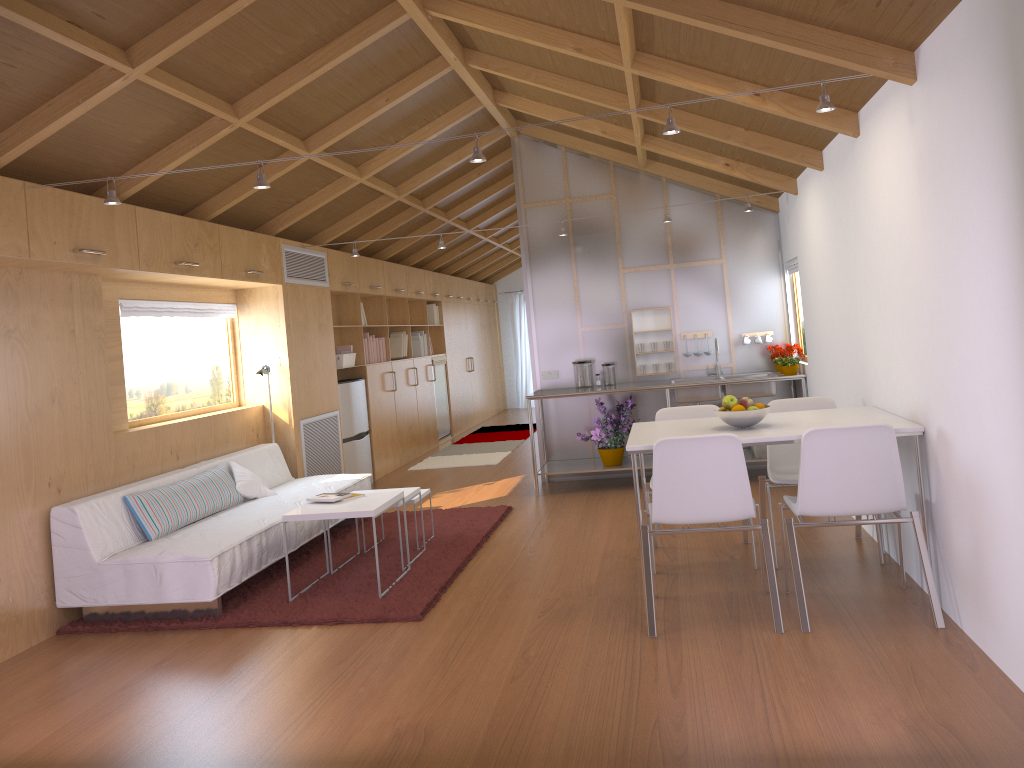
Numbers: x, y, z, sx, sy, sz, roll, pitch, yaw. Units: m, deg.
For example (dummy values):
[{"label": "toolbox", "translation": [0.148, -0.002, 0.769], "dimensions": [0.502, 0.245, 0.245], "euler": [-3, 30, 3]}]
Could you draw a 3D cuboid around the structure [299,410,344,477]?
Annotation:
[{"label": "structure", "translation": [-1.537, 0.613, 7.219], "dimensions": [0.013, 0.722, 0.820], "euler": [-5, 1, 10]}]

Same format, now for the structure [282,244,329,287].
[{"label": "structure", "translation": [-1.682, -0.960, 7.233], "dimensions": [0.013, 0.301, 0.904], "euler": [-5, 3, 10]}]

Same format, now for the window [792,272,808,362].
[{"label": "window", "translation": [2.237, -0.564, 6.764], "dimensions": [0.026, 0.796, 0.725], "euler": [-5, 1, 10]}]

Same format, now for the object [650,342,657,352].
[{"label": "object", "translation": [1.173, -0.305, 7.296], "dimensions": [0.061, 0.077, 0.061], "euler": [-5, 0, -16]}]

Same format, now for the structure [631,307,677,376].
[{"label": "structure", "translation": [1.171, -0.351, 7.304], "dimensions": [0.327, 0.546, 0.076], "euler": [-5, -1, 10]}]

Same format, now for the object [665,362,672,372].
[{"label": "object", "translation": [1.291, -0.137, 7.274], "dimensions": [0.061, 0.077, 0.061], "euler": [-5, 0, -16]}]

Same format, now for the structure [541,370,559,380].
[{"label": "structure", "translation": [0.323, -0.077, 7.482], "dimensions": [0.142, 0.071, 0.011], "euler": [-5, -1, 10]}]

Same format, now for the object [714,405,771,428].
[{"label": "object", "translation": [1.061, 0.155, 4.061], "dimensions": [0.256, 0.090, 0.254], "euler": [-7, 3, -38]}]

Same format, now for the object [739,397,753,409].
[{"label": "object", "translation": [1.074, 0.093, 4.056], "dimensions": [0.062, 0.067, 0.063], "euler": [-6, 1, -42]}]

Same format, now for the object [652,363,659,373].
[{"label": "object", "translation": [1.189, -0.128, 7.291], "dimensions": [0.061, 0.077, 0.061], "euler": [-5, 0, -16]}]

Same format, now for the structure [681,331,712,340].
[{"label": "structure", "translation": [1.517, -0.402, 7.276], "dimensions": [0.250, 0.051, 0.016], "euler": [-5, -1, 10]}]

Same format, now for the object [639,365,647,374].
[{"label": "object", "translation": [1.087, -0.120, 7.308], "dimensions": [0.061, 0.077, 0.061], "euler": [-5, 0, 22]}]

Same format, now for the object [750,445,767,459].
[{"label": "object", "translation": [1.979, 0.465, 6.803], "dimensions": [0.298, 0.159, 0.415], "euler": [-5, 3, 10]}]

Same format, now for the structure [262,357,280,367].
[{"label": "structure", "translation": [-1.841, -0.168, 6.750], "dimensions": [0.142, 0.071, 0.011], "euler": [-5, -1, 10]}]

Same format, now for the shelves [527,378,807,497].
[{"label": "shelves", "translation": [1.227, 0.394, 7.003], "dimensions": [2.090, 0.754, 0.633], "euler": [-5, 1, 10]}]

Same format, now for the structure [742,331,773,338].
[{"label": "structure", "translation": [1.996, -0.404, 7.182], "dimensions": [0.250, 0.032, 0.041], "euler": [-5, 1, 10]}]

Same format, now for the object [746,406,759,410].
[{"label": "object", "translation": [1.094, 0.135, 4.006], "dimensions": [0.070, 0.069, 0.077], "euler": [-5, 1, 10]}]

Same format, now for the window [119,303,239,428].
[{"label": "window", "translation": [-2.271, -0.168, 6.064], "dimensions": [0.035, 0.791, 1.498], "euler": [-5, 2, 10]}]

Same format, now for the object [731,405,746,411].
[{"label": "object", "translation": [1.026, 0.128, 4.002], "dimensions": [0.068, 0.068, 0.067], "euler": [-5, 1, -14]}]

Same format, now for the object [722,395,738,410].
[{"label": "object", "translation": [0.998, 0.085, 4.047], "dimensions": [0.070, 0.069, 0.077], "euler": [-5, 1, 10]}]

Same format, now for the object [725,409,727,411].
[{"label": "object", "translation": [1.030, 0.113, 4.139], "dimensions": [0.068, 0.068, 0.067], "euler": [-5, 1, -14]}]

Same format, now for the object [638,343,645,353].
[{"label": "object", "translation": [1.071, -0.297, 7.313], "dimensions": [0.061, 0.077, 0.061], "euler": [-5, 0, 22]}]

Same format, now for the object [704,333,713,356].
[{"label": "object", "translation": [1.601, -0.324, 7.221], "dimensions": [0.074, 0.183, 0.075], "euler": [-6, -1, 42]}]

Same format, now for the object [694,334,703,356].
[{"label": "object", "translation": [1.517, -0.317, 7.236], "dimensions": [0.074, 0.183, 0.075], "euler": [-6, -1, 42]}]

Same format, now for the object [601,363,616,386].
[{"label": "object", "translation": [0.803, -0.079, 7.304], "dimensions": [0.113, 0.177, 0.113], "euler": [-5, 0, 31]}]

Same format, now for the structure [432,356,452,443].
[{"label": "structure", "translation": [-1.010, 0.193, 11.198], "dimensions": [0.315, 1.080, 0.726], "euler": [-5, 0, 10]}]

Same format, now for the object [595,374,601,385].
[{"label": "object", "translation": [0.703, -0.036, 7.223], "dimensions": [0.037, 0.092, 0.037], "euler": [-5, -1, 25]}]

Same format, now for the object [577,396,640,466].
[{"label": "object", "translation": [0.770, 0.364, 6.966], "dimensions": [0.524, 0.553, 0.351], "euler": [-5, 0, 1]}]

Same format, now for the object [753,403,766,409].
[{"label": "object", "translation": [1.135, 0.122, 4.062], "dimensions": [0.068, 0.066, 0.067], "euler": [-6, 1, -36]}]

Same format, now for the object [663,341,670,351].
[{"label": "object", "translation": [1.275, -0.313, 7.278], "dimensions": [0.061, 0.077, 0.061], "euler": [-5, 0, -16]}]

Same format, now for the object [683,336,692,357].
[{"label": "object", "translation": [1.432, -0.310, 7.250], "dimensions": [0.074, 0.183, 0.075], "euler": [-6, -1, 42]}]

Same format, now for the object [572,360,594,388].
[{"label": "object", "translation": [0.591, -0.082, 7.320], "dimensions": [0.171, 0.216, 0.172], "euler": [-5, 0, 23]}]
